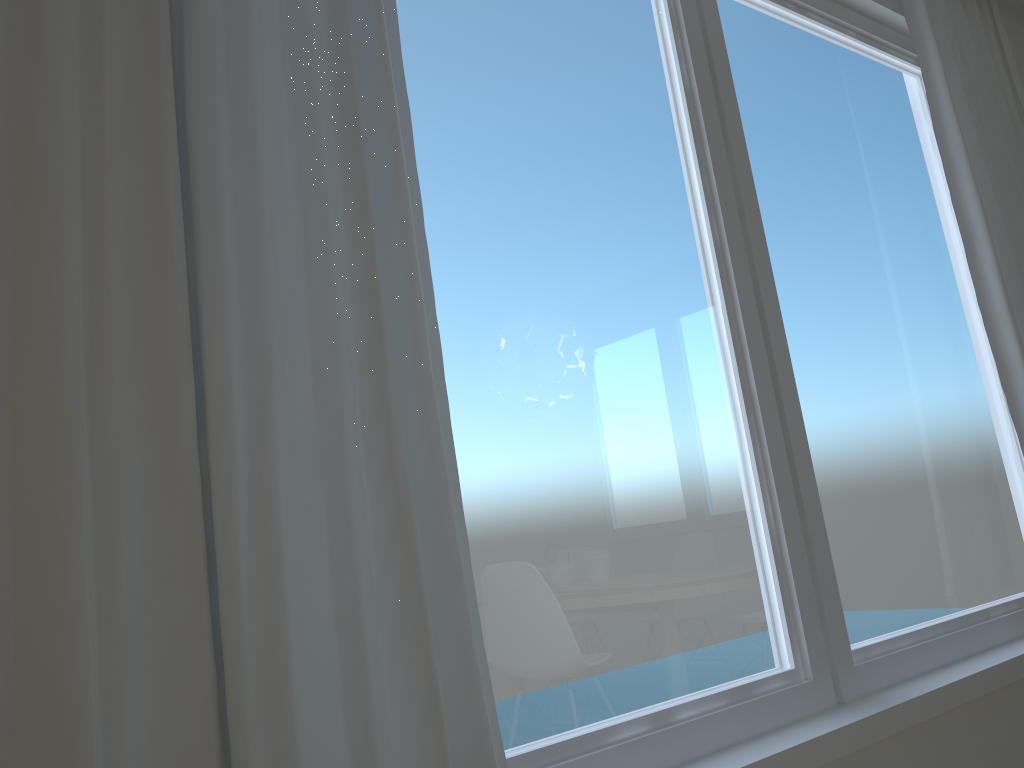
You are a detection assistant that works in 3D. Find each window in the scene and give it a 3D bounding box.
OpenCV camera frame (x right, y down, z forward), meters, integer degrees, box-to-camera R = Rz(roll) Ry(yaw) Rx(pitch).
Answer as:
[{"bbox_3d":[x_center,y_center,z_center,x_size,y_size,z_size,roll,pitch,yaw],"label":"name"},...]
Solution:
[{"bbox_3d":[0.547,-0.250,2.131,2.723,1.945,0.087,2,-16,-37],"label":"window"}]

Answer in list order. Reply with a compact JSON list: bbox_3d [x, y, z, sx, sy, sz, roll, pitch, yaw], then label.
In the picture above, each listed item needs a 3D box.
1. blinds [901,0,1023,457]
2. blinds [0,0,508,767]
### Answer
[{"bbox_3d":[1.681,-0.459,2.830,0.793,2.191,0.148,3,-17,-37],"label":"blinds"},{"bbox_3d":[-0.427,-0.483,1.205,0.793,2.191,0.148,3,-17,-37],"label":"blinds"}]
